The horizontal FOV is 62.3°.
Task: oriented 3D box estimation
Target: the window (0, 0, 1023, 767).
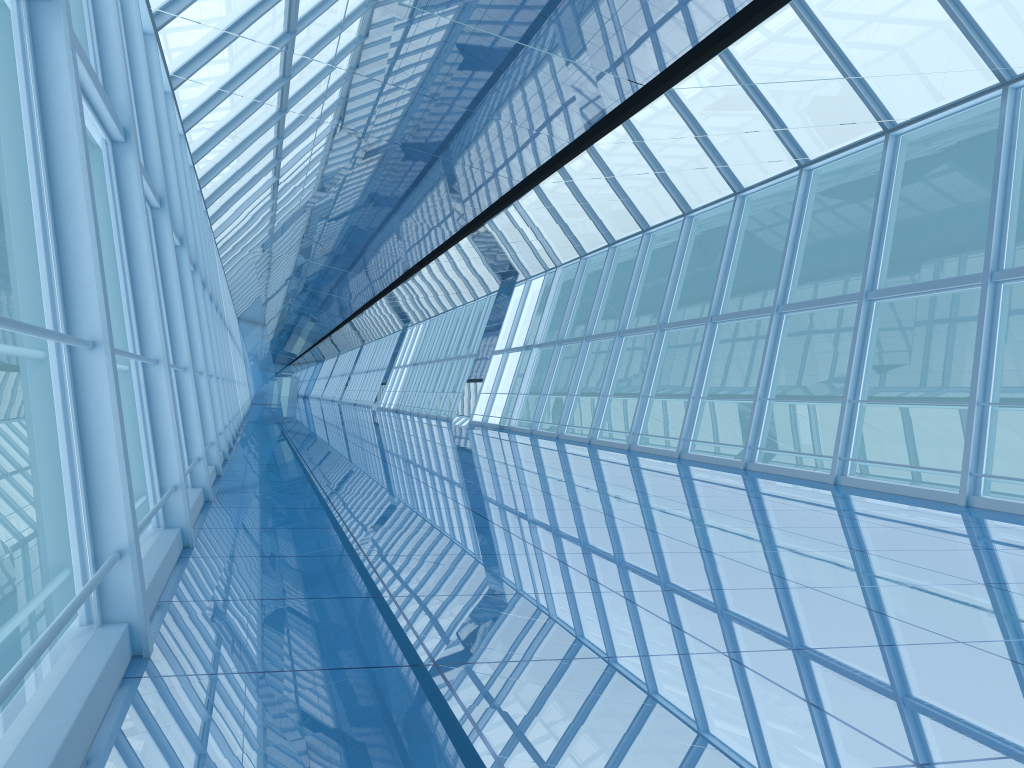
[{"bbox_3d":[-11.286,-1.154,49.113,9.855,4.938,106.243,3,-1,-17],"label":"window"}]
